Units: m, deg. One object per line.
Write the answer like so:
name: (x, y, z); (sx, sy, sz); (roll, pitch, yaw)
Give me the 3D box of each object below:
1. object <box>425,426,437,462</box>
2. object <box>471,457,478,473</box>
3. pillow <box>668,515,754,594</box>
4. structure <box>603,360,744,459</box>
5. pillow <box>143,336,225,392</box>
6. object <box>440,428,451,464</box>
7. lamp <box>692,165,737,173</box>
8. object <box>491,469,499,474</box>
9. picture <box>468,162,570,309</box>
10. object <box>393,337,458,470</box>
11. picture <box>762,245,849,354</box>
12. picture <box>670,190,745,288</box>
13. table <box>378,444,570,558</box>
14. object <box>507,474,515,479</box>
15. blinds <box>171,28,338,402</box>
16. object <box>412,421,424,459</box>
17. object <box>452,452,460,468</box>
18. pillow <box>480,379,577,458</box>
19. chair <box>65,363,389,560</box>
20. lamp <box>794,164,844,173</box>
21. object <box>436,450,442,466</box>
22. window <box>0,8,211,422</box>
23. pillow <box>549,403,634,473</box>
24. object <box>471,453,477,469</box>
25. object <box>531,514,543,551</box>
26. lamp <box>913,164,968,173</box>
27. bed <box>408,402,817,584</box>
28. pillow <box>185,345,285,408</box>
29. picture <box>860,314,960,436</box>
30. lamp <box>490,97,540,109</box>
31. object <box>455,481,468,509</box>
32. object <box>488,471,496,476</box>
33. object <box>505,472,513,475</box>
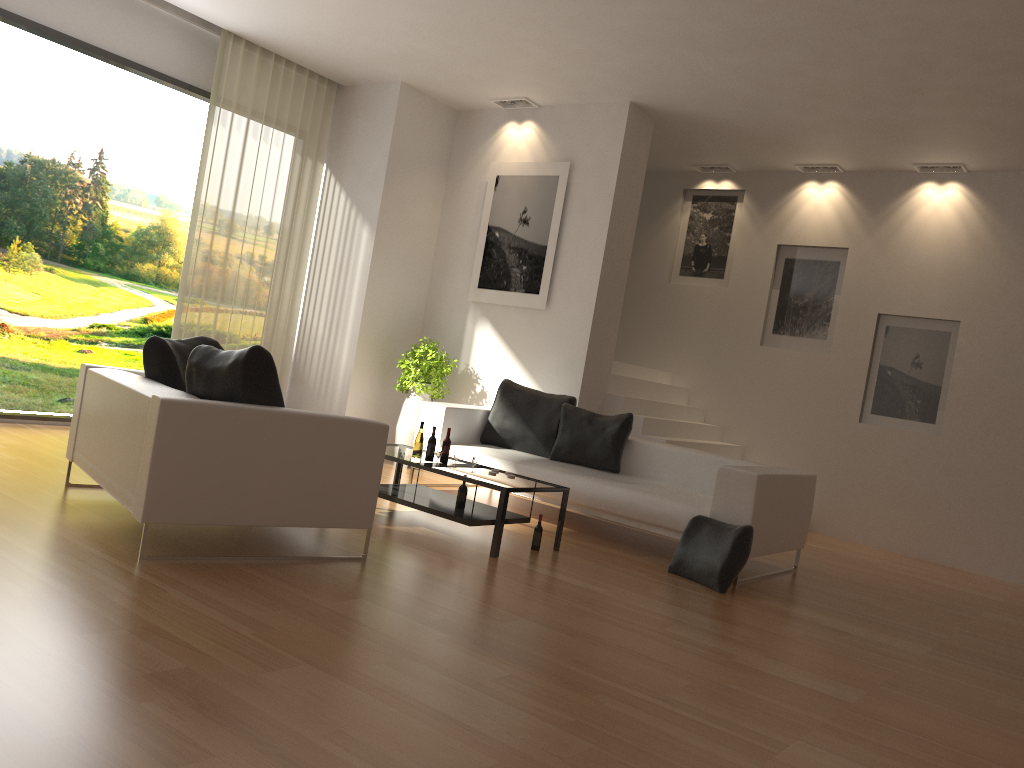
object: (-0.549, 0.410, 6.069); (0.059, 0.244, 0.059); (10, 1, 37)
object: (-0.251, 0.533, 5.837); (0.039, 0.101, 0.039); (10, 1, -5)
pillow: (1.304, 1.091, 5.724); (0.340, 0.457, 0.503); (9, 1, -34)
structure: (0.786, 0.413, 9.809); (4.625, 1.403, 1.839); (10, 1, 37)
pillow: (-1.962, 0.000, 5.428); (0.291, 0.598, 0.660); (10, 1, 26)
object: (-0.452, 0.425, 6.111); (0.057, 0.248, 0.057); (9, 1, -35)
lamp: (2.292, -2.498, 9.991); (0.446, 0.166, 0.243); (10, 1, 37)
object: (-0.113, 0.587, 5.956); (0.052, 0.021, 0.052); (10, 1, 15)
picture: (0.054, -1.489, 8.779); (0.979, 1.431, 0.004); (10, 1, 37)
object: (-0.917, 0.186, 8.896); (0.631, 1.324, 0.570); (9, 1, -38)
picture: (3.120, -0.908, 9.443); (0.802, 1.155, 0.005); (10, 1, 37)
picture: (2.242, -1.676, 10.184); (0.802, 1.155, 0.005); (10, 1, 37)
table: (-0.476, 0.775, 6.094); (1.566, 0.460, 0.709); (10, 1, 37)
object: (-0.005, 0.608, 5.814); (0.052, 0.021, 0.052); (10, 1, 15)
blinds: (-2.576, -1.416, 8.748); (0.143, 3.861, 1.409); (10, 1, 34)
object: (-0.639, 0.387, 6.132); (0.067, 0.257, 0.068); (9, 1, -35)
object: (-0.375, 0.510, 5.926); (0.039, 0.101, 0.039); (10, 1, -5)
pillow: (0.150, 0.328, 7.786); (0.755, 0.666, 0.346); (10, 1, 23)
chair: (-1.651, 0.409, 5.042); (1.262, 0.761, 1.671); (9, 1, -38)
lamp: (3.227, -2.326, 9.273); (0.446, 0.166, 0.243); (10, 1, 37)
object: (-0.490, 0.491, 5.903); (0.039, 0.101, 0.039); (10, 1, -11)
window: (-4.004, -1.301, 7.269); (0.152, 3.189, 5.198); (10, 1, 37)
pillow: (0.668, 0.448, 7.412); (0.628, 0.524, 0.270); (10, 1, 21)
object: (-0.266, 0.526, 6.067); (0.039, 0.101, 0.039); (10, 1, -5)
object: (0.170, 0.974, 5.801); (0.059, 0.244, 0.059); (10, 1, 14)
lamp: (4.148, -2.157, 8.566); (0.446, 0.166, 0.243); (10, 1, 37)
bed: (0.686, 0.773, 7.154); (3.075, 0.761, 1.262); (10, 1, 37)
pillow: (-1.418, 0.114, 4.574); (0.506, 0.666, 0.324); (10, 1, 27)
picture: (3.925, -0.099, 8.752); (0.802, 1.155, 0.005); (10, 1, 37)
lamp: (0.037, -2.864, 8.819); (0.446, 0.166, 0.243); (10, 1, 37)
object: (-0.331, 0.727, 5.941); (0.065, 0.217, 0.065); (10, 1, 19)
object: (-0.128, 0.587, 5.809); (0.052, 0.021, 0.052); (9, 1, -30)
object: (-0.019, 0.604, 5.955); (0.052, 0.021, 0.052); (10, 1, 15)
